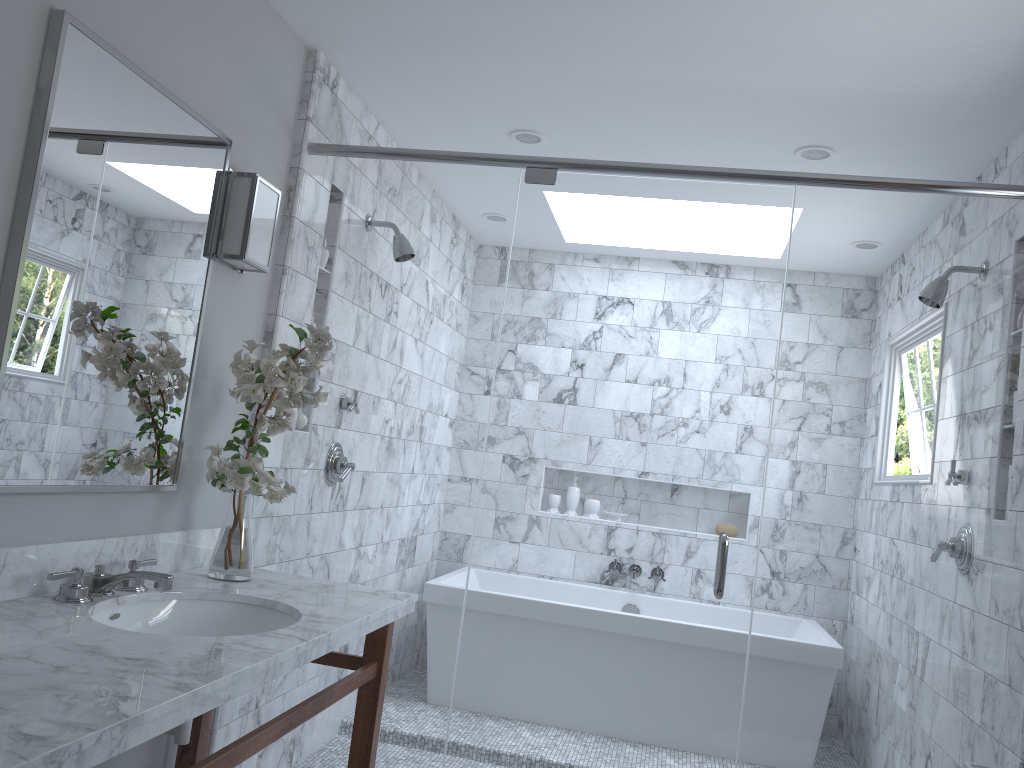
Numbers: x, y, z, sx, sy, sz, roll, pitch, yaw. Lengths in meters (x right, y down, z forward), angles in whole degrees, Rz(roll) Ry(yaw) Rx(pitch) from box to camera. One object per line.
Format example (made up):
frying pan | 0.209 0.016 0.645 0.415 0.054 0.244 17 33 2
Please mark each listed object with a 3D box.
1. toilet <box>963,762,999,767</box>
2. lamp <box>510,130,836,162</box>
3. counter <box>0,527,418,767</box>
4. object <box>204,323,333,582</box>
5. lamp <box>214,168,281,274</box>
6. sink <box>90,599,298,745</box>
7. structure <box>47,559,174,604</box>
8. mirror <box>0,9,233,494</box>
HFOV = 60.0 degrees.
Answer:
toilet | 0.816 1.206 1.891 0.722 0.727 0.490 6 -5 11
lamp | 0.716 -0.851 3.899 1.976 0.050 1.289 6 -5 11
counter | -0.780 0.863 1.797 0.638 0.983 1.657 6 -5 11
object | -0.662 0.189 2.405 0.374 0.706 0.225 3 -7 42
lamp | -0.761 -0.465 2.570 0.091 0.266 0.175 6 -5 11
sink | -0.722 0.651 1.935 0.517 0.270 0.494 10 -6 -30
structure | -0.921 0.442 2.010 0.256 0.069 0.295 10 -6 -29
mirror | -0.914 -0.234 2.084 0.030 0.977 0.694 6 -5 11
